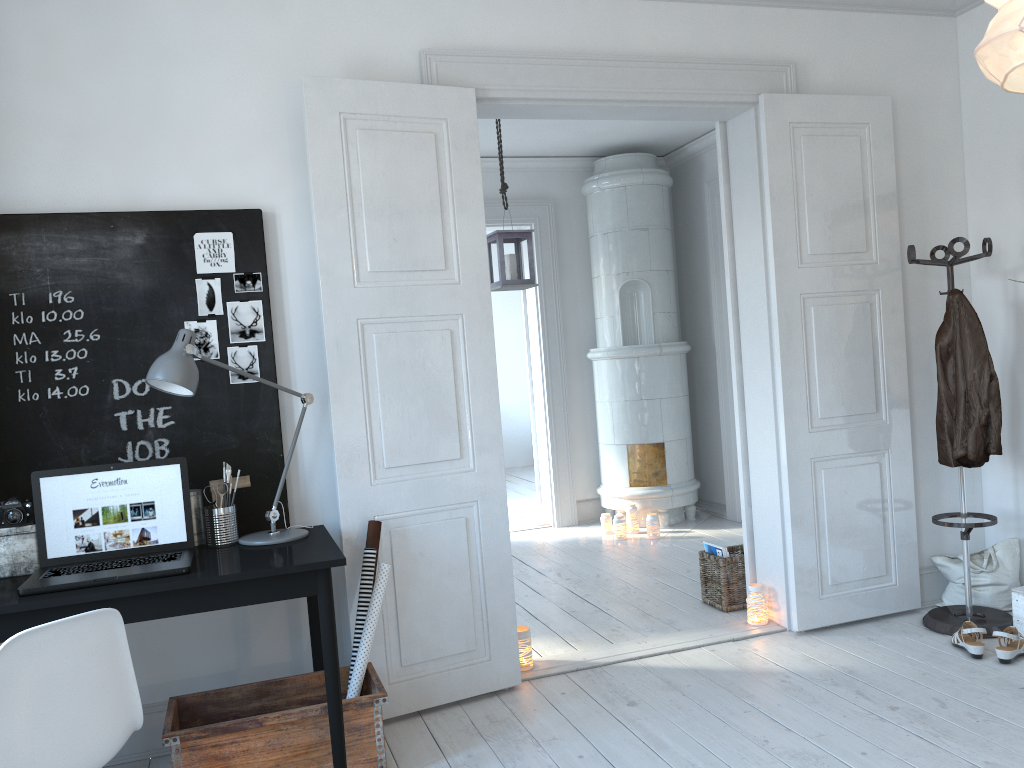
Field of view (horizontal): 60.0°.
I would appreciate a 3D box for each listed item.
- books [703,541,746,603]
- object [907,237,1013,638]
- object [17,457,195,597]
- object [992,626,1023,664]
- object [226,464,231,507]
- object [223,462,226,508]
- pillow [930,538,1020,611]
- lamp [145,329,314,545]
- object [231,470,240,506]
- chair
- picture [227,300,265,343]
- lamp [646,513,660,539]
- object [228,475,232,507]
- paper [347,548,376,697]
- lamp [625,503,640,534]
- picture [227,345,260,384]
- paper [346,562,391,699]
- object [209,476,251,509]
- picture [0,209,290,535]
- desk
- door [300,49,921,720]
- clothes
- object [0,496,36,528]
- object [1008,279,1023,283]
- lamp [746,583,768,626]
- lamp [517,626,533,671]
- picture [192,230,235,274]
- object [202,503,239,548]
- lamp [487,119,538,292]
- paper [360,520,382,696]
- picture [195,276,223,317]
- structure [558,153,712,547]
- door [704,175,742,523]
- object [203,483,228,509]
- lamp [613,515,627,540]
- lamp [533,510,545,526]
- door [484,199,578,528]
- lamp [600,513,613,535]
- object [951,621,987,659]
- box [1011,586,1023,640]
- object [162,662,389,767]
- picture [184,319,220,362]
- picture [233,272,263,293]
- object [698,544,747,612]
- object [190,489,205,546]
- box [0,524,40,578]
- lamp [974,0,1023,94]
[{"bbox_3d":[1.100,0.935,4.435,0.201,0.300,0.179,-5,2,-18],"label":"books"},{"bbox_3d":[1.924,0.219,3.813,0.374,1.659,0.374,-5,2,-10],"label":"object"},{"bbox_3d":[-1.186,0.404,2.607,0.445,0.315,0.325,-5,2,-17],"label":"object"},{"bbox_3d":[1.958,0.995,3.453,0.099,0.126,0.272,-2,3,45],"label":"object"},{"bbox_3d":[-0.959,0.400,2.983,0.012,0.264,0.062,-3,3,25],"label":"object"},{"bbox_3d":[-0.964,0.397,2.981,0.008,0.268,0.060,-4,2,-1],"label":"object"},{"bbox_3d":[2.148,0.869,4.079,0.317,0.314,0.273,-5,2,-17],"label":"pillow"},{"bbox_3d":[-0.894,0.174,2.914,0.230,0.716,0.616,-2,3,43],"label":"lamp"},{"bbox_3d":[-0.940,0.411,2.973,0.084,0.240,0.009,-6,3,-41],"label":"object"},{"bbox_3d":[-1.119,0.916,2.056,0.554,0.825,0.474,-3,3,37],"label":"chair"},{"bbox_3d":[-0.952,-0.226,3.174,0.121,0.153,0.002,-5,2,-18],"label":"picture"},{"bbox_3d":[0.977,0.985,6.144,0.089,0.166,0.089,-5,2,-19],"label":"lamp"},{"bbox_3d":[-0.952,0.422,2.975,0.009,0.222,0.082,-4,2,12],"label":"object"},{"bbox_3d":[-0.522,0.909,3.011,0.043,0.669,0.266,-3,3,28],"label":"paper"},{"bbox_3d":[0.861,0.967,6.366,0.098,0.210,0.098,-5,2,-13],"label":"lamp"},{"bbox_3d":[-0.960,-0.072,3.174,0.103,0.136,0.001,-5,2,-18],"label":"picture"},{"bbox_3d":[-0.502,0.927,2.955,0.283,0.627,0.041,-6,3,-39],"label":"paper"},{"bbox_3d":[-0.950,0.426,3.027,0.138,0.209,0.034,-6,3,-38],"label":"object"},{"bbox_3d":[-1.314,-0.009,3.095,0.952,1.173,0.064,-5,2,-18],"label":"picture"},{"bbox_3d":[-1.103,0.932,2.732,1.159,0.759,0.651,-5,2,-18],"label":"desk"},{"bbox_3d":[0.492,-0.092,3.815,2.597,2.507,0.577,-5,2,-18],"label":"door"},{"bbox_3d":[1.910,-0.019,3.731,0.237,0.771,0.211,-4,2,16],"label":"clothes"},{"bbox_3d":[-1.511,0.388,2.678,0.137,0.087,0.073,-5,2,-18],"label":"object"},{"bbox_3d":[2.221,0.270,2.906,1.044,1.555,0.288,-4,2,12],"label":"object"},{"bbox_3d":[1.120,1.009,4.059,0.092,0.180,0.093,-6,3,-35],"label":"lamp"},{"bbox_3d":[0.039,1.106,3.704,0.089,0.166,0.089,-5,2,-25],"label":"lamp"},{"bbox_3d":[-1.051,-0.470,3.139,0.147,0.154,0.004,-5,2,-18],"label":"picture"},{"bbox_3d":[-0.974,0.472,2.963,0.108,0.128,0.108,-5,2,-3],"label":"object"},{"bbox_3d":[-0.066,-1.421,5.025,0.228,1.763,0.228,-5,3,-21],"label":"lamp"},{"bbox_3d":[-0.521,0.865,3.084,0.048,0.747,0.297,-3,3,28],"label":"paper"},{"bbox_3d":[-1.070,-0.308,3.136,0.083,0.146,0.002,-5,2,-18],"label":"picture"},{"bbox_3d":[0.857,-0.265,6.523,0.801,2.829,1.246,-3,3,27],"label":"structure"},{"bbox_3d":[1.892,-0.250,5.838,0.306,2.507,1.598,-5,2,-18],"label":"door"},{"bbox_3d":[-0.991,0.433,2.969,0.081,0.198,0.050,-4,2,7],"label":"object"},{"bbox_3d":[0.752,1.001,6.193,0.089,0.166,0.089,-5,2,-16],"label":"lamp"},{"bbox_3d":[0.210,1.045,6.922,0.093,0.110,0.093,-4,2,-1],"label":"lamp"},{"bbox_3d":[-0.424,-0.090,6.687,2.597,2.507,0.577,-5,2,-18],"label":"door"},{"bbox_3d":[0.684,1.011,6.414,0.084,0.146,0.084,-5,2,-13],"label":"lamp"},{"bbox_3d":[1.829,1.002,3.560,0.099,0.126,0.272,-4,2,15],"label":"object"},{"bbox_3d":[2.321,0.920,3.404,0.376,0.218,0.641,-5,2,-18],"label":"box"},{"bbox_3d":[-0.746,1.140,2.850,0.664,0.282,0.339,-5,2,-18],"label":"object"},{"bbox_3d":[-1.094,-0.154,3.130,0.107,0.150,0.001,-5,2,-18],"label":"picture"},{"bbox_3d":[-0.945,-0.365,3.175,0.095,0.071,0.001,-5,2,-18],"label":"picture"},{"bbox_3d":[1.115,0.967,4.439,0.270,0.265,0.224,-5,2,-18],"label":"object"},{"bbox_3d":[-1.083,0.455,3.003,0.079,0.188,0.079,-6,3,-39],"label":"object"},{"bbox_3d":[-1.587,0.512,2.752,0.317,0.152,0.193,-5,2,-18],"label":"box"},{"bbox_3d":[0.695,-0.999,1.031,0.339,1.232,0.340,-4,2,14],"label":"lamp"}]
